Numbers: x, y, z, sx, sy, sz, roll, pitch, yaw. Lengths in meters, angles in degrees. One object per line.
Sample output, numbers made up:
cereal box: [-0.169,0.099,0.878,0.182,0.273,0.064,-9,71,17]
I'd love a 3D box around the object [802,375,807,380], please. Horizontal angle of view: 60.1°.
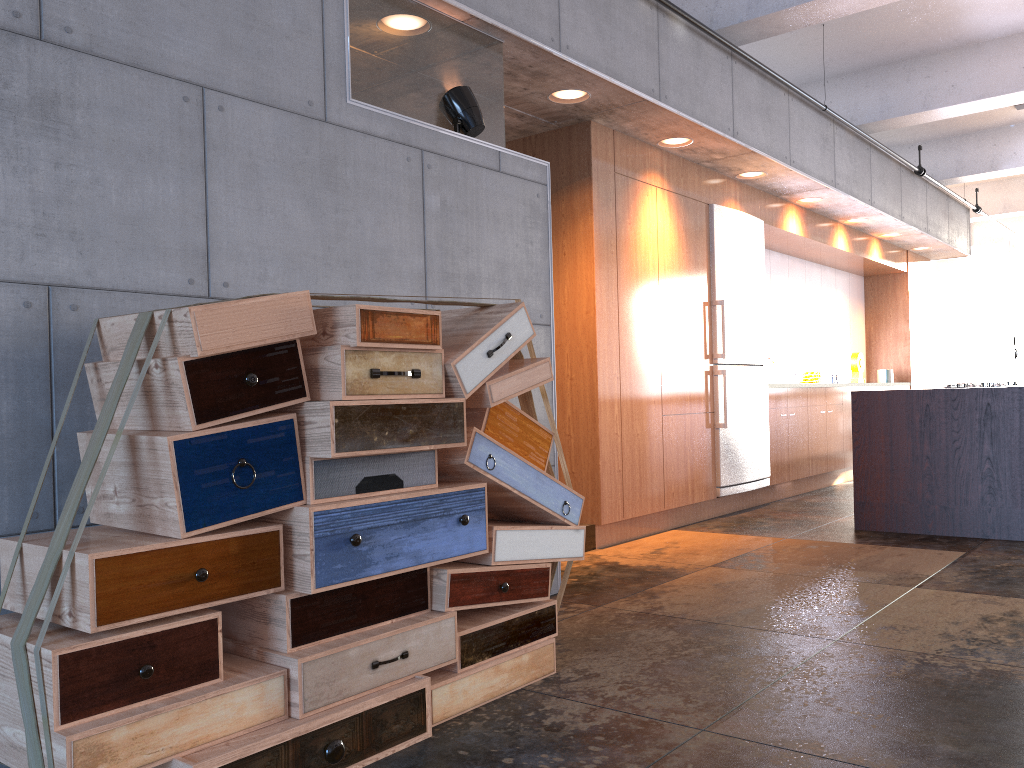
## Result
object: [3.193,-0.071,9.656,0.052,0.054,0.062,-2,0,30]

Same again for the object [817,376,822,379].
object: [-1.405,-1.091,5.994,12.057,2.210,0.061,-1,0,-38]

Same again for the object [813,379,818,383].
object: [4.477,-1.174,10.388,2.974,2.310,0.056,-1,0,-33]

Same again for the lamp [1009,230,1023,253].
lamp: [6.463,-1.741,10.725,1.012,0.130,1.075,-2,-1,-5]

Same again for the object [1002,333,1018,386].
object: [8.971,0.051,16.013,1.156,1.919,1.077,-2,0,38]

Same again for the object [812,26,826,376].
object: [3.302,-0.080,9.666,0.064,0.053,0.050,-1,0,-14]

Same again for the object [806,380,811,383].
object: [3.229,-0.020,9.654,0.050,0.055,0.062,-2,0,29]

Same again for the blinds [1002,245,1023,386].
blinds: [10.261,-1.149,17.574,1.011,3.675,0.368,-1,0,37]

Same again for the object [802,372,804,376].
object: [3.208,-0.106,9.708,0.052,0.053,0.063,-2,0,-3]

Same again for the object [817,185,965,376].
object: [3.338,-0.118,9.667,0.053,0.060,0.056,-1,0,-28]

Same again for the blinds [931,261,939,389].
blinds: [9.123,-1.103,18.506,1.004,3.713,0.321,-1,0,37]

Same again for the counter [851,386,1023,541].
counter: [4.929,0.505,8.441,1.119,0.971,6.791,-2,-1,39]

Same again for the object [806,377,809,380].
object: [3.236,-0.060,9.703,0.052,0.053,0.062,-2,0,-8]

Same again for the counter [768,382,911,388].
counter: [2.992,0.034,9.886,1.575,0.039,4.551,-2,-1,39]

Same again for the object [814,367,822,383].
object: [3.566,-0.099,10.328,0.059,0.209,0.147,-1,0,39]

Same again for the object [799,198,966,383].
object: [-1.954,0.514,5.614,13.462,1.214,0.929,-1,-1,-41]

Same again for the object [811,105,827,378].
object: [3.303,-0.075,9.723,0.063,0.053,0.051,-1,-1,-45]

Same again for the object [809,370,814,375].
object: [0.513,-1.177,5.466,0.057,2.164,10.094,-1,-1,33]

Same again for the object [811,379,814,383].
object: [1.304,-1.420,7.374,0.057,2.868,6.078,-1,0,40]

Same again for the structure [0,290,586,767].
structure: [-0.482,0.380,2.707,0.625,1.315,1.952,-2,0,39]

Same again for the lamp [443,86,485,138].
lamp: [-0.229,-1.221,4.029,0.209,0.259,0.173,-2,0,20]

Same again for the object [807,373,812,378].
object: [1.862,-1.167,7.148,0.055,2.190,5.735,-1,-1,28]

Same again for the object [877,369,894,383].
object: [4.681,-0.096,11.096,0.191,0.170,0.190,-2,0,-3]

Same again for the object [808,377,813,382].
object: [3.241,-0.045,9.614,0.051,0.053,0.063,-2,0,21]

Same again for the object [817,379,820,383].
object: [3.321,-0.025,9.649,0.060,0.053,0.054,-2,0,26]

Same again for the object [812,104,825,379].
object: [2.936,-1.175,8.440,0.053,2.228,2.437,-2,0,15]

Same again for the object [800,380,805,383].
object: [-1.832,0.570,5.582,13.009,1.095,0.053,-1,0,-39]

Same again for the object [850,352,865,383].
object: [4.170,-0.189,10.671,0.097,0.381,0.280,-1,0,39]

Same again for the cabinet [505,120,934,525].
cabinet: [2.212,-0.367,9.521,2.331,2.562,8.272,-2,-1,39]

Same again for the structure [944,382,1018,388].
structure: [4.156,0.025,7.823,0.501,0.072,0.653,-2,-1,39]

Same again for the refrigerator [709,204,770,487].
refrigerator: [1.825,-0.298,7.255,0.215,2.191,0.975,-1,0,36]

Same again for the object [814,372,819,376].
object: [1.497,-1.167,6.644,0.052,2.169,6.996,-1,-1,31]

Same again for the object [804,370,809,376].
object: [3.205,-0.121,9.641,0.051,0.060,0.058,-2,0,-17]
